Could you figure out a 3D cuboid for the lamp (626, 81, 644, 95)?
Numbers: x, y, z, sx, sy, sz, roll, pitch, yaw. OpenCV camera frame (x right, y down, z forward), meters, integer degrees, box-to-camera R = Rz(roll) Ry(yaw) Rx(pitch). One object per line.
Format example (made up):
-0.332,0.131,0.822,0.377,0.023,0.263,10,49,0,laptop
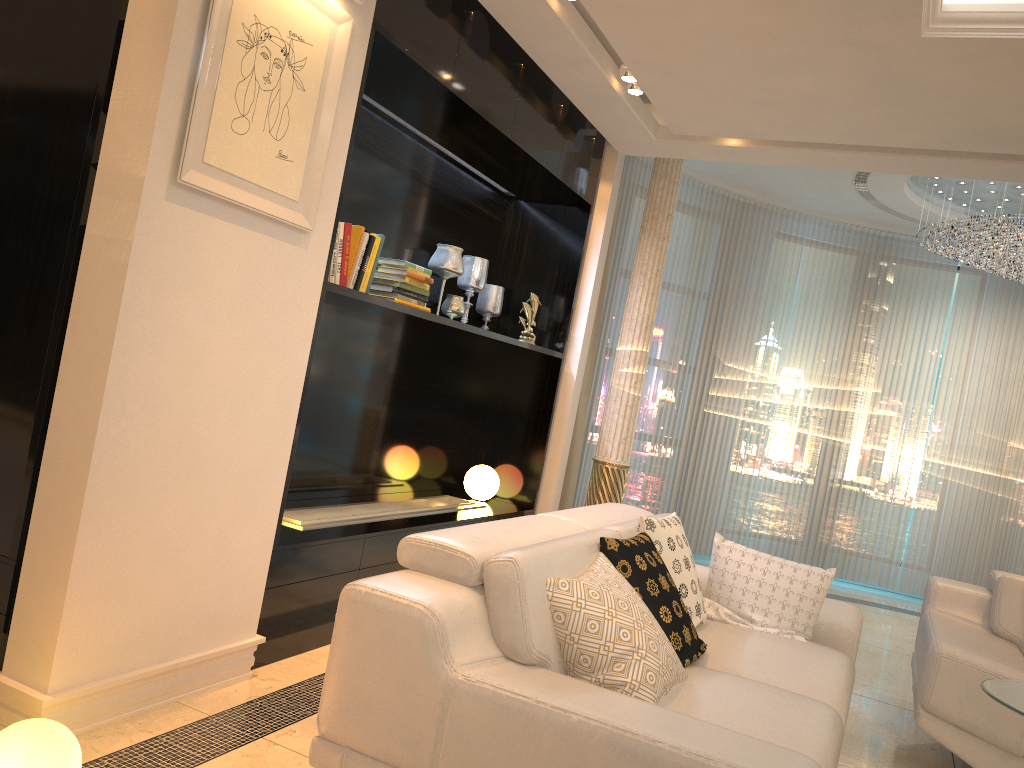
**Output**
0.604,-1.459,4.268,0.107,0.127,0.107,11,0,5,lamp

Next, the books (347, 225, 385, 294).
-0.664,-0.498,3.549,0.212,0.261,0.210,11,0,24,books

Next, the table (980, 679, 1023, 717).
2.226,1.308,2.062,2.140,0.565,0.999,11,0,23,table

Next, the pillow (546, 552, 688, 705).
0.297,0.689,2.461,0.351,0.329,0.521,11,0,24,pillow

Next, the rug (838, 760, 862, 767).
2.189,1.602,2.043,2.900,0.020,1.661,11,0,24,rug

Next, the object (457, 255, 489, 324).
-0.239,-0.490,4.939,0.156,0.426,0.156,11,0,29,object

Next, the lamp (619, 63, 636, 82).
0.559,-1.479,4.148,0.107,0.127,0.107,11,0,5,lamp

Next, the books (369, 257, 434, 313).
-0.514,-0.440,3.964,0.260,0.197,0.296,11,0,27,books

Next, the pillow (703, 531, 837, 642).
0.963,0.792,3.480,0.521,0.325,0.281,11,0,34,pillow

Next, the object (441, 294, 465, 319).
-0.304,-0.376,4.565,0.119,0.154,0.119,11,0,34,object

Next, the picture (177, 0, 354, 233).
-0.725,-0.885,2.680,0.027,0.729,0.610,11,0,24,picture

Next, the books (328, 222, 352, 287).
-0.752,-0.519,3.335,0.208,0.270,0.240,11,0,24,books

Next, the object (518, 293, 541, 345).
0.099,-0.372,5.112,0.116,0.293,0.182,11,0,21,object

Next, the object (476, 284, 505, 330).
-0.140,-0.416,5.173,0.147,0.317,0.147,11,0,26,object

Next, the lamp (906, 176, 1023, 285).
3.706,-0.969,5.923,2.109,0.685,2.109,11,0,-21,lamp

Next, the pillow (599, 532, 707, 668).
0.477,0.687,2.883,0.323,0.355,0.524,11,0,24,pillow

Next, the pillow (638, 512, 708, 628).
0.624,0.700,3.319,0.255,0.399,0.526,11,0,24,pillow

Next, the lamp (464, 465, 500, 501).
-0.182,0.590,5.310,0.212,0.214,0.213,11,0,-16,lamp

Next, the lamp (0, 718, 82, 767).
-1.096,0.873,2.015,0.213,0.214,0.212,11,0,-27,lamp

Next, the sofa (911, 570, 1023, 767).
2.781,1.334,3.313,2.328,0.754,1.145,11,0,24,sofa

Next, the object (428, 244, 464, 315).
-0.345,-0.500,4.450,0.181,0.381,0.181,11,0,18,object

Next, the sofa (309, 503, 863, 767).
0.505,0.902,2.921,1.145,0.754,2.328,11,0,24,sofa
